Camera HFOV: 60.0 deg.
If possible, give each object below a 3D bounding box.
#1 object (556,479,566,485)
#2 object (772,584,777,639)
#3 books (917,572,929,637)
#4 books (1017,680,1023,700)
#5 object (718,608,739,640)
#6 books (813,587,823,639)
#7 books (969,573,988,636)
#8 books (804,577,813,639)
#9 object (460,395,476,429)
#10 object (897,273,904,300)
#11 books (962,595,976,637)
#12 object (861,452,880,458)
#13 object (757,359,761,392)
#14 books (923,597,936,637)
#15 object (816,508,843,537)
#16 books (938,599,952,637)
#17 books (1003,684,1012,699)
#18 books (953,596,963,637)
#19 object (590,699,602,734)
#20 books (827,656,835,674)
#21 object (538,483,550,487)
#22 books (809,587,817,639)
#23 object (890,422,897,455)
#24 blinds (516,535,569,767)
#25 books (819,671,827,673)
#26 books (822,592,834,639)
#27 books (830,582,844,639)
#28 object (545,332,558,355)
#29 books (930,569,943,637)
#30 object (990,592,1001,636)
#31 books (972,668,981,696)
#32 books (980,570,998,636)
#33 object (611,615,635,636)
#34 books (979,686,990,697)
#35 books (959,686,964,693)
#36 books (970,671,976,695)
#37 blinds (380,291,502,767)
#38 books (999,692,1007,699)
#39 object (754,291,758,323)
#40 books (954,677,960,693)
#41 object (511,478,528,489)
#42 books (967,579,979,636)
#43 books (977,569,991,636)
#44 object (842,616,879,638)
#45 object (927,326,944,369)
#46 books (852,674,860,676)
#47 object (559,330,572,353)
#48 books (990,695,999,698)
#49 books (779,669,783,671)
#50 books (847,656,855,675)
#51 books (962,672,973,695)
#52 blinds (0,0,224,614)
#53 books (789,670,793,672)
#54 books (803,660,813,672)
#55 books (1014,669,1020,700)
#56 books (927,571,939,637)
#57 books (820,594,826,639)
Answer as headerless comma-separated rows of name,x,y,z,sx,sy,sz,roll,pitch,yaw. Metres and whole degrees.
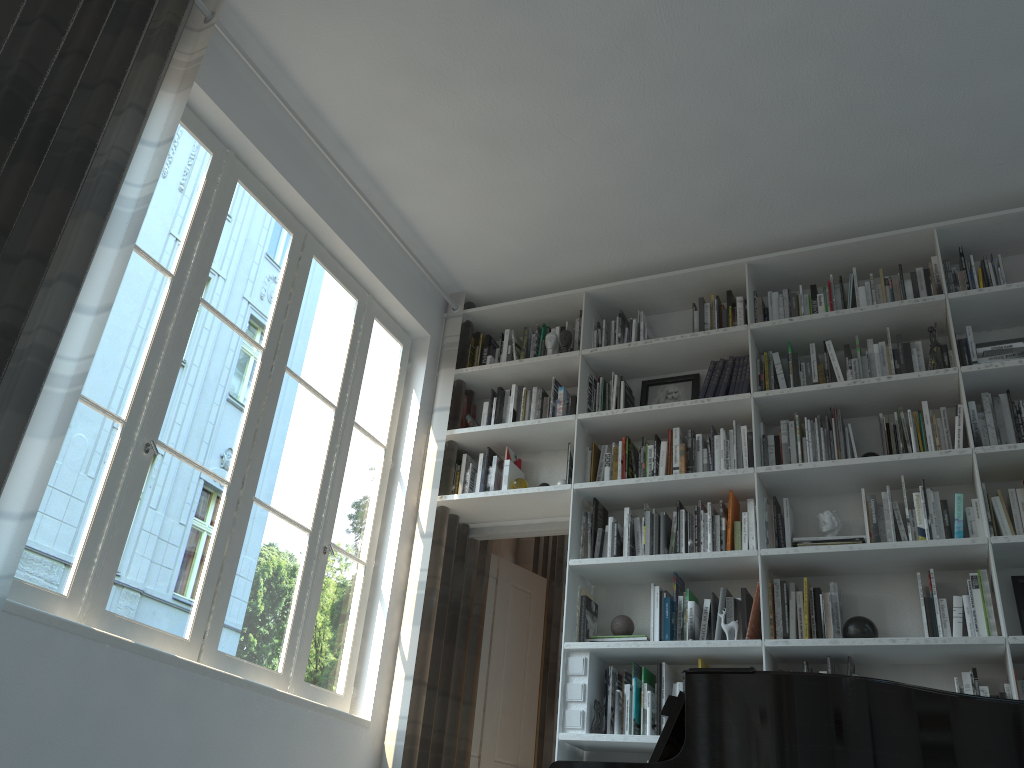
object,0.251,0.506,4.372,0.071,0.072,0.072,3,-29,4
object,1.109,0.987,3.697,0.012,0.269,0.131,-8,-31,23
books,1.609,0.899,3.462,0.012,0.283,0.160,-8,-31,23
books,1.839,1.200,3.167,0.029,0.242,0.154,-8,-31,23
object,0.877,0.983,3.597,0.081,0.139,0.044,1,-29,10
books,1.263,0.973,3.620,0.028,0.246,0.143,-8,-31,23
books,1.780,0.879,3.379,0.027,0.268,0.179,-8,-31,23
books,1.211,0.949,3.614,0.026,0.273,0.191,-8,-31,23
object,-0.246,0.211,4.840,0.035,0.294,0.177,-8,-31,23
object,1.816,-0.371,4.121,0.010,0.245,0.158,-8,-31,23
books,1.744,0.921,3.377,0.024,0.187,0.173,-8,-32,23
object,1.535,0.340,3.789,0.097,0.098,0.097,13,-29,-12
object,1.190,0.031,4.212,0.012,0.252,0.161,-8,-31,23
books,1.620,0.937,3.427,0.025,0.185,0.154,-8,-31,23
object,1.353,0.605,3.777,0.095,0.156,0.121,-17,-36,35
books,1.672,0.939,3.418,0.030,0.182,0.155,-8,-31,23
books,1.807,1.218,3.202,0.019,0.240,0.108,-8,-31,23
books,1.705,0.924,3.390,0.057,0.187,0.156,-8,-32,24
object,0.348,1.381,3.662,0.045,0.146,0.045,18,-31,-21
books,1.257,1.248,3.458,0.013,0.337,0.138,-8,-31,23
object,0.163,0.529,4.430,0.071,0.072,0.072,3,-29,4
books,1.237,0.970,3.615,0.014,0.242,0.153,-8,-31,23
object,1.652,0.294,3.820,0.010,0.224,0.143,-8,-31,23
blinds,0.179,1.633,5.459,0.140,3.214,0.779,-8,-31,24
books,1.225,1.269,3.429,0.027,0.267,0.186,-8,-31,23
books,1.287,0.970,3.579,0.028,0.215,0.176,-8,-31,23
books,1.321,0.952,3.591,0.028,0.264,0.145,-8,-31,23
object,0.205,-0.186,4.672,0.068,0.197,0.067,16,-30,-18
books,1.655,0.888,3.448,0.012,0.296,0.167,-8,-31,23
object,1.838,0.908,3.366,0.017,0.215,0.104,-8,-31,23
books,1.709,1.198,3.235,0.014,0.289,0.132,-8,-31,23
books,1.809,0.866,3.362,0.021,0.280,0.162,-8,-31,23
object,0.489,1.077,3.924,0.105,0.106,0.106,3,-29,4
books,1.721,1.221,3.203,0.029,0.219,0.154,-8,-31,23
books,1.663,1.237,3.246,0.015,0.224,0.148,-8,-31,23
books,1.699,1.207,3.240,0.010,0.275,0.156,-8,-31,23
blinds,-0.304,1.072,4.535,0.140,3.214,0.779,-8,-31,23
books,1.775,1.226,3.181,0.024,0.200,0.159,-8,-31,23
object,1.224,-0.301,4.394,0.012,0.283,0.160,-8,-31,23
books,1.648,1.222,3.252,0.012,0.252,0.161,-8,-31,23
object,0.039,0.514,4.442,0.087,0.087,0.087,13,-29,-12
books,1.758,0.889,3.375,0.012,0.243,0.171,-8,-31,23
books,1.793,0.868,3.366,0.011,0.277,0.188,-8,-31,23
object,1.379,0.987,3.508,0.134,0.134,0.134,13,-29,-12
object,1.819,-0.137,3.795,0.075,0.253,0.076,3,-29,5
books,1.332,1.257,3.380,0.027,0.259,0.164,-8,-31,23
object,0.279,-0.197,4.639,0.068,0.197,0.067,16,-30,-18
books,1.756,1.238,3.201,0.031,0.193,0.142,-8,-31,23
books,1.081,1.287,3.503,0.013,0.282,0.147,-8,-31,23
books,1.301,1.234,3.412,0.050,0.326,0.167,-8,-31,24
books,1.676,1.206,3.234,0.027,0.268,0.159,-8,-31,23
blinds,-1.448,-0.258,2.345,0.140,3.214,0.779,-8,-31,24
books,1.114,1.281,3.475,0.012,0.271,0.182,-8,-31,23
books,1.168,1.260,3.468,0.014,0.311,0.167,-8,-31,23
books,1.823,1.186,3.188,0.012,0.283,0.160,-8,-31,23
books,1.645,0.894,3.454,0.011,0.290,0.156,-8,-31,23
books,1.270,0.978,3.587,0.011,0.207,0.181,-8,-31,23
